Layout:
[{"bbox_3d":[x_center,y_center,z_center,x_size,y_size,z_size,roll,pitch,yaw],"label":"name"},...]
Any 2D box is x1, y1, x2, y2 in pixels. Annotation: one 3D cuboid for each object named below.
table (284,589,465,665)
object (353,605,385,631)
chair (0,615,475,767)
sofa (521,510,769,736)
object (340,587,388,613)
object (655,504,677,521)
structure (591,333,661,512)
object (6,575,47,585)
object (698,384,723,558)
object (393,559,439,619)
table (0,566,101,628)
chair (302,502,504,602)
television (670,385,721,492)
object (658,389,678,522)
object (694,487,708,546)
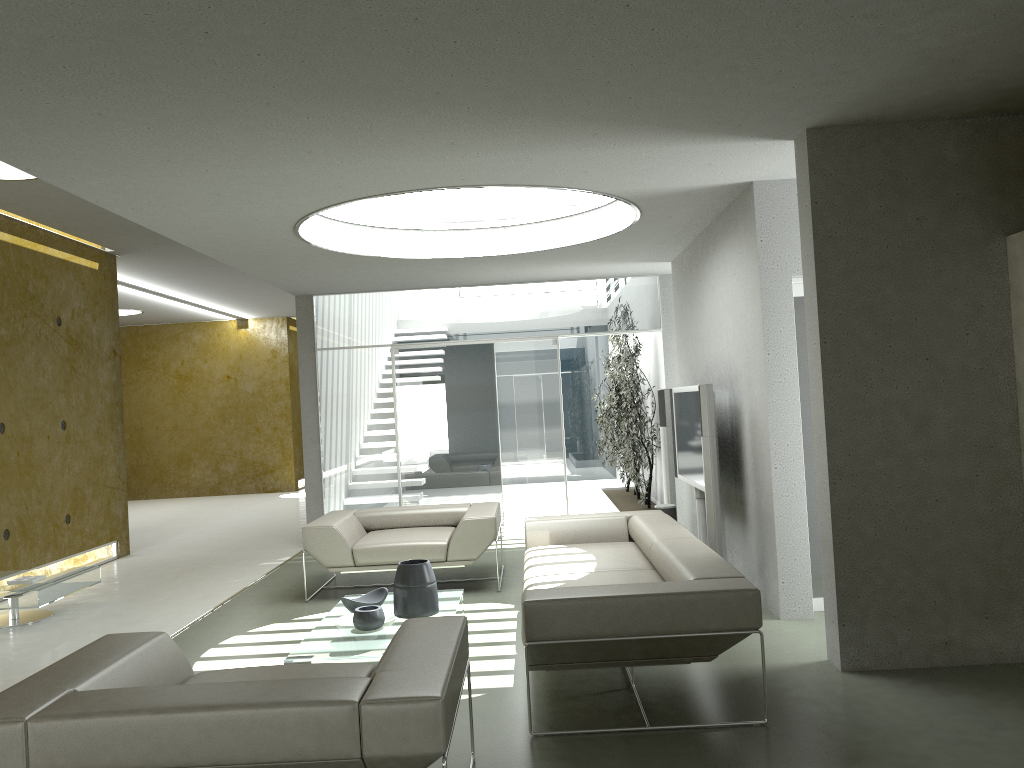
[{"bbox_3d":[-0.725,1.470,5.162,0.790,0.200,1.500,-3,-1,1],"label":"table"},{"bbox_3d":[-0.801,1.313,4.968,0.177,0.113,0.177,-3,-1,-18],"label":"object"},{"bbox_3d":[-0.909,1.242,3.091,1.481,0.583,1.039,-3,-1,1],"label":"chair"},{"bbox_3d":[0.580,1.201,5.139,1.037,0.585,2.791,-3,-1,1],"label":"sofa"},{"bbox_3d":[-0.888,1.321,5.354,0.223,0.125,0.317,-4,-2,38],"label":"object"},{"bbox_3d":[1.335,1.278,7.662,0.175,0.461,0.185,-3,-1,-5],"label":"object"},{"bbox_3d":[1.365,0.290,11.163,0.646,2.589,3.371,-3,-1,1],"label":"structure"},{"bbox_3d":[-3.582,1.449,6.549,0.197,0.029,0.189,-3,-1,1],"label":"object"},{"bbox_3d":[1.318,0.733,5.823,0.310,1.469,0.310,-3,-1,-22],"label":"object"},{"bbox_3d":[-0.572,1.208,5.250,0.265,0.309,0.265,-3,-1,-16],"label":"object"},{"bbox_3d":[-3.754,1.626,6.679,0.900,0.300,0.900,-3,-1,1],"label":"table"},{"bbox_3d":[-0.833,1.330,7.188,1.481,0.583,1.039,-3,-1,1],"label":"chair"},{"bbox_3d":[1.443,0.406,6.920,0.127,0.781,1.603,-3,-1,1],"label":"television"},{"bbox_3d":[1.426,0.777,8.060,0.310,1.469,0.310,-4,-1,28],"label":"object"},{"bbox_3d":[1.430,1.142,6.904,0.323,0.689,0.882,-3,-1,1],"label":"object"}]
